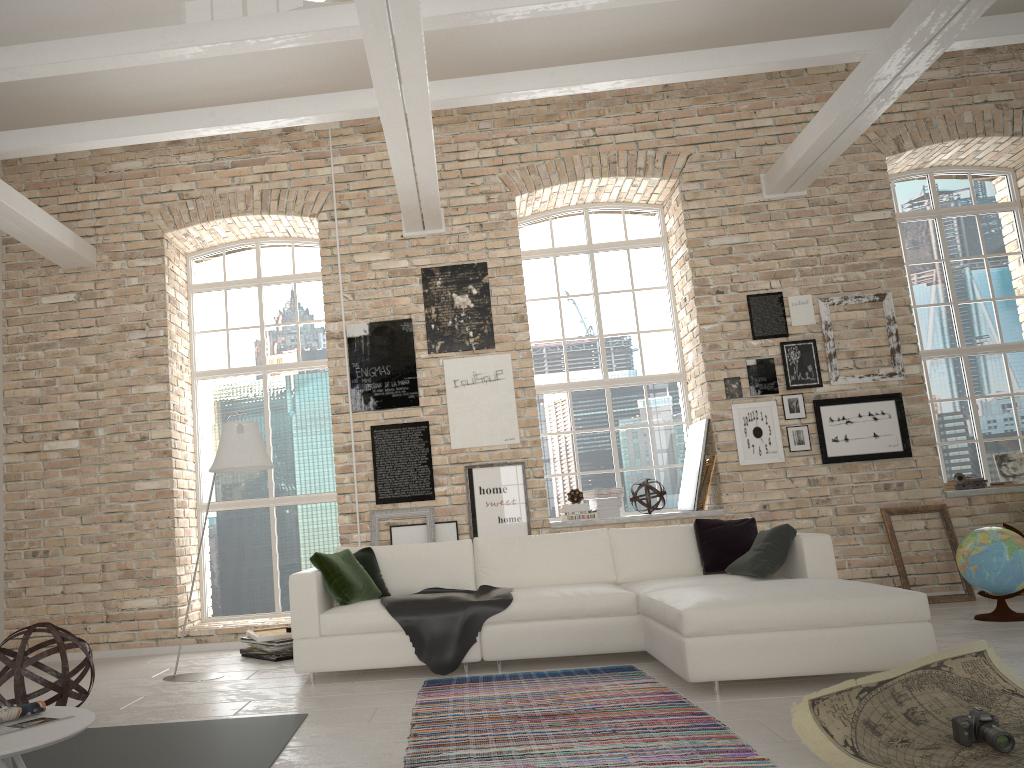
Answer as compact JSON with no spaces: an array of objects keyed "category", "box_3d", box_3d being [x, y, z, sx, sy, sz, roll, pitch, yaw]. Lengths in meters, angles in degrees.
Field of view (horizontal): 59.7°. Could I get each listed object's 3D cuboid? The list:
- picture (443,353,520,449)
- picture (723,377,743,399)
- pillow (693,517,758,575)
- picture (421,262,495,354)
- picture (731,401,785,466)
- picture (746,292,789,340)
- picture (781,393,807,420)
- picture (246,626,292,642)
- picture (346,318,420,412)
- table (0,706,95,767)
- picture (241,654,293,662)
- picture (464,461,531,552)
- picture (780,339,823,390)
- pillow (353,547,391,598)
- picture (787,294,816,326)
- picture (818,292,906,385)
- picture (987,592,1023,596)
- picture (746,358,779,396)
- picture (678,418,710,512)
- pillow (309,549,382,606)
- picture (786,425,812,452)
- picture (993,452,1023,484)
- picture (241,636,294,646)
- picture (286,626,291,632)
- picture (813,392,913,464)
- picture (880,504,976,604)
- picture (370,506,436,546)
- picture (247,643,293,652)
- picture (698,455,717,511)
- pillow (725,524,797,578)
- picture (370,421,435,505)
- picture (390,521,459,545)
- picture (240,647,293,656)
[{"category":"picture","box_3d":[-0.266,0.149,7.686,0.595,0.787,0.036,-6,-9,4]},{"category":"picture","box_3d":[1.864,0.033,7.515,0.137,0.179,0.008,-7,-9,9]},{"category":"pillow","box_3d":[1.458,1.086,5.978,0.431,0.391,0.239,-6,-9,3]},{"category":"picture","box_3d":[-0.478,-0.668,7.851,0.594,0.786,0.036,-6,-9,4]},{"category":"picture","box_3d":[2.051,0.409,7.435,0.369,0.515,0.013,-6,-9,4]},{"category":"picture","box_3d":[2.173,-0.579,7.579,0.299,0.395,0.018,-6,-9,4]},{"category":"picture","box_3d":[2.355,0.190,7.447,0.178,0.213,0.011,-6,-9,4]},{"category":"picture","box_3d":[-1.663,1.940,7.032,0.750,0.048,0.612,-1,-9,-21]},{"category":"picture","box_3d":[-1.135,-0.166,7.820,0.596,0.787,0.036,-6,-9,4]},{"category":"table","box_3d":[-1.844,1.333,2.930,0.945,0.343,0.875,-7,-9,15]},{"category":"picture","box_3d":[-1.649,2.090,7.017,0.734,0.048,0.625,2,-11,-38]},{"category":"picture","box_3d":[-0.116,1.049,7.532,0.523,0.758,0.012,-6,-9,4]},{"category":"picture","box_3d":[2.430,-0.164,7.487,0.295,0.410,0.010,-6,-9,4]},{"category":"pillow","box_3d":[-1.074,1.314,6.121,0.384,0.366,0.334,3,-12,-43]},{"category":"picture","box_3d":[2.457,-0.624,7.565,0.196,0.259,0.012,-6,-9,4]},{"category":"picture","box_3d":[2.926,-0.379,7.475,0.610,0.751,0.025,-6,-9,4]},{"category":"picture","box_3d":[3.869,1.507,7.078,0.270,0.352,0.094,-6,-9,3]},{"category":"picture","box_3d":[2.108,-0.061,7.506,0.232,0.307,0.014,-6,-9,4]},{"category":"picture","box_3d":[1.580,0.717,7.740,0.246,0.766,0.584,-5,-9,-2]},{"category":"pillow","box_3d":[-1.093,1.260,5.850,0.322,0.344,0.393,-9,-10,25]},{"category":"picture","box_3d":[2.382,0.454,7.403,0.178,0.213,0.011,-6,-9,4]},{"category":"picture","box_3d":[4.471,0.750,7.823,0.396,0.293,0.067,-6,-9,4]},{"category":"picture","box_3d":[-1.661,1.980,7.054,0.731,0.048,0.626,3,-11,-41]},{"category":"picture","box_3d":[-1.553,1.912,7.053,0.306,0.048,0.363,-9,-10,28]},{"category":"picture","box_3d":[2.888,0.367,7.364,0.721,0.537,0.031,-6,-9,4]},{"category":"picture","box_3d":[3.295,1.347,7.077,0.510,0.750,0.220,-6,-9,3]},{"category":"picture","box_3d":[-0.906,1.331,7.429,0.549,0.584,0.280,-6,-9,3]},{"category":"picture","box_3d":[-1.630,2.016,7.041,0.740,0.048,0.619,0,-10,-29]},{"category":"picture","box_3d":[1.635,0.846,7.558,0.173,0.461,0.360,-5,-9,-3]},{"category":"pillow","box_3d":[1.549,1.035,5.562,0.335,0.306,0.423,-3,-9,-10]},{"category":"picture","box_3d":[-0.942,0.679,7.684,0.516,0.682,0.064,-6,-9,4]},{"category":"picture","box_3d":[-0.720,1.452,7.460,0.581,0.570,0.145,-6,-9,4]},{"category":"picture","box_3d":[-1.663,2.059,7.056,0.626,0.048,0.731,-11,-11,36]}]
